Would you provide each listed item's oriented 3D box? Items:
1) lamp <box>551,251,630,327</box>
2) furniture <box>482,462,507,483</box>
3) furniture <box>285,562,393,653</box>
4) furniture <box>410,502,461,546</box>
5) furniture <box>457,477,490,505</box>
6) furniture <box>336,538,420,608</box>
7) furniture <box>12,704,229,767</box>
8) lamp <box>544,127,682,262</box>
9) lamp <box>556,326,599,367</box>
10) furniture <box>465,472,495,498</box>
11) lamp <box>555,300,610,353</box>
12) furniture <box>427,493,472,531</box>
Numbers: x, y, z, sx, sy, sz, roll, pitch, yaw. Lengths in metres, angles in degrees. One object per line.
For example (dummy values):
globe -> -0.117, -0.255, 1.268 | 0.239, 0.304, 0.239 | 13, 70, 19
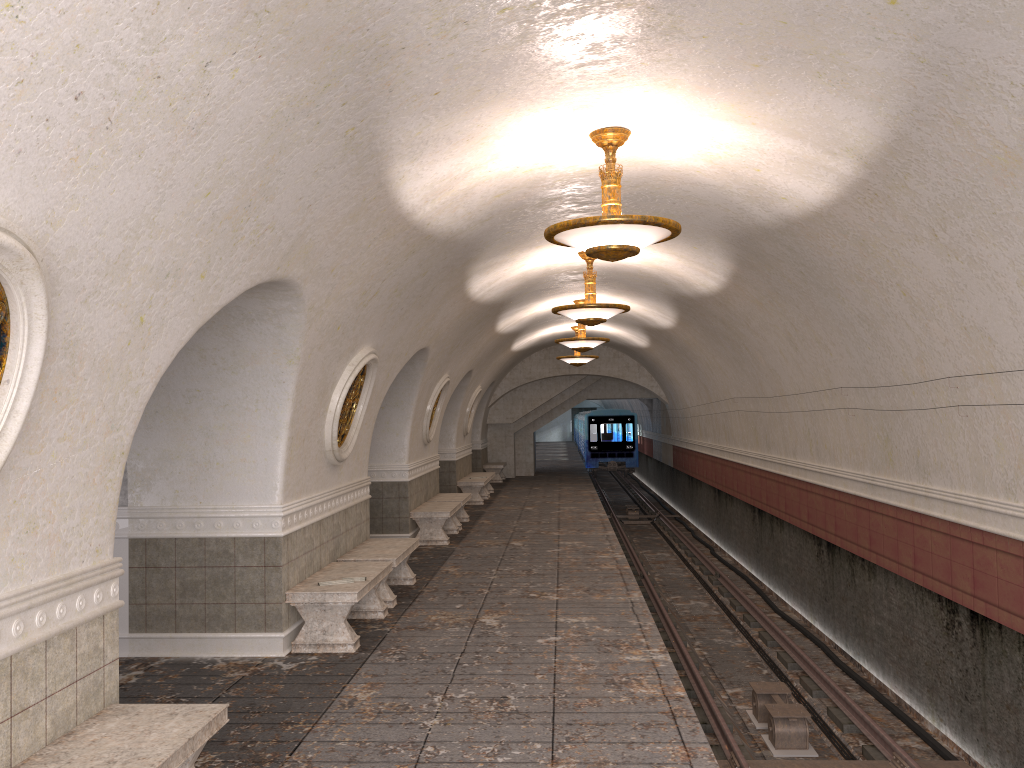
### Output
lamp -> 1.006, -1.212, 11.382 | 1.008, 0.955, 1.008 | -2, -2, 19
furniture -> -0.501, 2.618, 26.290 | 0.613, 0.508, 1.509 | -1, -2, 3
furniture -> -1.526, 1.992, 8.044 | 0.613, 0.508, 1.509 | -1, -2, 3
furniture -> -1.188, 2.198, 14.052 | 0.613, 0.508, 1.509 | -1, -2, 3
furniture -> -0.854, 2.402, 20.001 | 0.613, 0.508, 1.509 | -1, -2, 3
furniture -> -1.431, 2.050, 9.722 | 0.613, 0.508, 1.509 | -1, -2, 3
furniture -> -1.768, 1.844, 3.726 | 0.613, 0.508, 1.509 | -1, -2, 3
lamp -> 0.735, -1.377, 6.562 | 1.008, 0.955, 1.008 | -1, -2, -13
lamp -> 1.547, -0.882, 21.019 | 1.008, 0.955, 1.008 | 1, -3, -41
furniture -> -0.760, 2.460, 21.679 | 0.613, 0.508, 1.509 | -1, -2, 3
lamp -> 1.277, -1.047, 16.200 | 1.008, 0.955, 1.008 | -2, -2, 19
furniture -> -1.094, 2.256, 15.730 | 0.613, 0.508, 1.509 | -1, -2, 3
